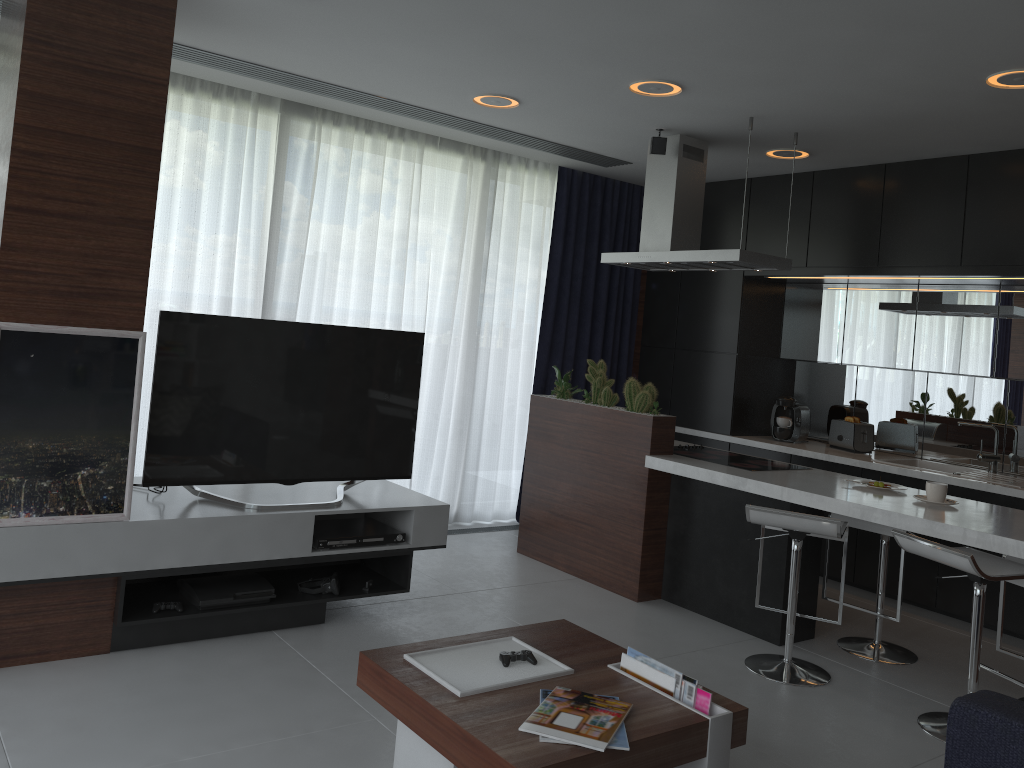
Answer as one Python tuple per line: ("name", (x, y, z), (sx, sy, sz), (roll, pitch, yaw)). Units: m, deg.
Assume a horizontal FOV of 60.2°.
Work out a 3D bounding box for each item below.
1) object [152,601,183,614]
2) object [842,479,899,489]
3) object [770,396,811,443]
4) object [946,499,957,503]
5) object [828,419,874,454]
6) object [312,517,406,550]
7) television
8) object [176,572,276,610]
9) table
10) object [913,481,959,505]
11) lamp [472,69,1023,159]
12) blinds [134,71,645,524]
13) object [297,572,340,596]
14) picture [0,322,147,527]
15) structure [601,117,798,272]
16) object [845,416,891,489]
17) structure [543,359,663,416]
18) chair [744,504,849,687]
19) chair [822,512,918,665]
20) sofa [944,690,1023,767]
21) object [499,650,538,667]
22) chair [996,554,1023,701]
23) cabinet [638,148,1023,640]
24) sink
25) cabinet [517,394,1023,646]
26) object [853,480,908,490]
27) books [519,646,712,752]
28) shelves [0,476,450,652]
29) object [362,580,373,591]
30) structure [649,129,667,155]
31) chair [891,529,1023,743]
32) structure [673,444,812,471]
("object", (-1.339, 0.864, 3.436), (0.112, 0.036, 0.071), (4, 2, -24))
("object", (1.670, 0.465, 4.116), (0.249, 0.008, 0.026), (6, 3, 22))
("object", (1.901, 0.238, 6.047), (0.215, 0.312, 0.268), (5, 0, 38))
("object", (1.875, 0.503, 3.842), (0.036, 0.012, 0.166), (5, 3, -12))
("object", (2.210, 0.340, 5.766), (0.176, 0.195, 0.261), (5, 1, -17))
("object", (-0.751, 0.675, 3.991), (0.429, 0.053, 0.337), (3, 4, -37))
("television", (-0.960, 0.120, 3.892), (1.225, 0.787, 0.298), (4, 0, -37))
("object", (-1.185, 0.849, 3.658), (0.313, 0.067, 0.315), (3, 4, -37))
("table", (0.091, 1.014, 2.542), (0.797, 0.353, 0.809), (3, 3, -37))
("object", (1.830, 0.472, 3.810), (0.182, 0.086, 0.181), (6, 3, 29))
("lamp", (2.912, -1.181, 4.357), (5.367, 0.084, 9.551), (8, 4, 39))
("blinds", (0.513, -0.153, 2.404), (5.778, 2.775, 7.165), (4, 3, -33))
("object", (-0.841, 0.866, 3.850), (0.183, 0.079, 0.117), (5, 2, -7))
("picture", (-1.600, 0.145, 3.160), (0.498, 0.702, 0.053), (5, -2, -37))
("structure", (1.060, -1.050, 5.082), (0.444, 0.761, 1.048), (6, 1, -37))
("object", (1.967, 0.349, 4.930), (0.140, 0.221, 1.875), (5, 3, 18))
("structure", (0.500, -0.002, 5.055), (0.221, 0.286, 1.004), (5, 2, -35))
("chair", (1.184, 0.865, 3.759), (0.397, 0.710, 0.462), (5, 0, 26))
("chair", (1.772, 0.880, 4.162), (0.462, 0.741, 0.397), (6, -1, -41))
("sofa", (0.132, 0.952, 1.453), (2.862, 0.609, 1.907), (3, 4, -37))
("object", (0.015, 0.815, 2.641), (0.112, 0.036, 0.071), (4, 2, -24))
("chair", (2.286, 0.961, 3.557), (0.462, 0.741, 0.397), (5, -1, -31))
("cabinet", (2.285, -0.066, 5.627), (0.702, 2.557, 3.492), (6, 0, -37))
("sink", (2.613, 0.475, 5.119), (0.501, 0.493, 0.857), (5, 2, -37))
("cabinet", (1.417, -0.070, 4.325), (0.782, 2.555, 3.348), (6, 0, -37))
("object", (1.718, 0.478, 4.126), (0.239, 0.019, 0.238), (7, 4, 25))
("books", (2.277, 0.953, 5.602), (0.406, 0.373, 8.211), (6, 3, 32))
("shelves", (-1.507, 0.724, 3.760), (2.340, 0.500, 0.876), (3, 3, -37))
("object", (-0.638, 0.896, 3.929), (0.044, 0.043, 0.044), (5, 1, -37))
("structure", (0.836, -1.372, 5.037), (0.084, 0.142, 0.114), (5, 0, 3))
("chair", (1.696, 0.938, 3.288), (0.462, 0.710, 0.397), (5, -1, -19))
("structure", (1.140, 0.407, 4.763), (0.502, 0.057, 0.767), (3, 4, -37))
